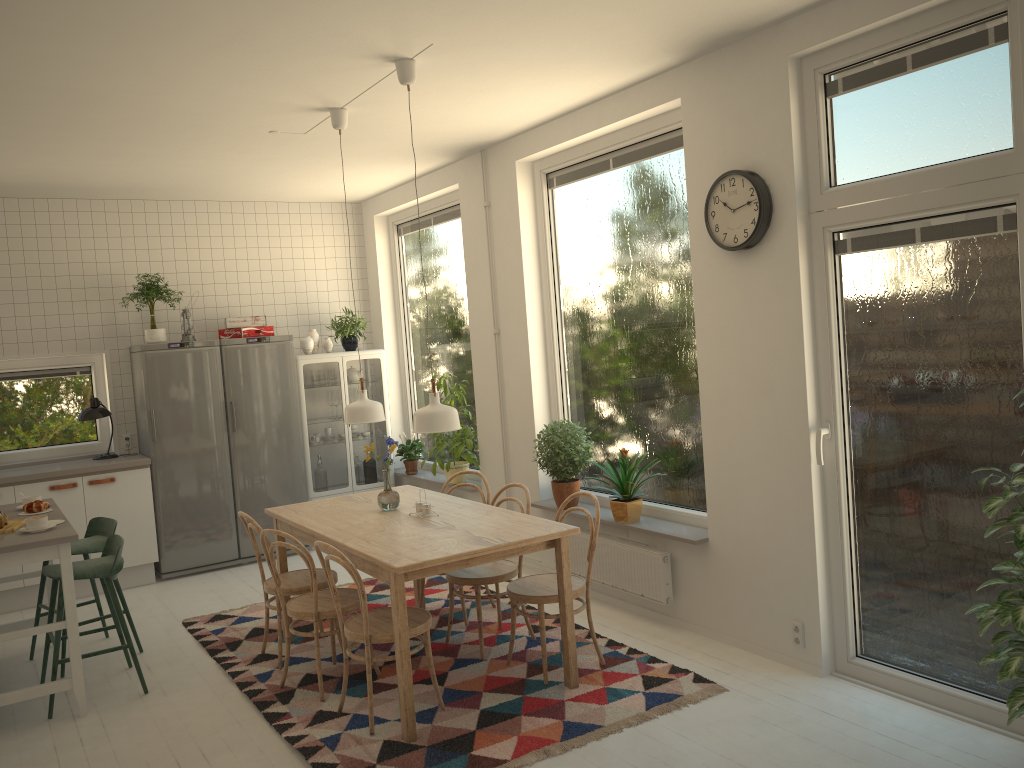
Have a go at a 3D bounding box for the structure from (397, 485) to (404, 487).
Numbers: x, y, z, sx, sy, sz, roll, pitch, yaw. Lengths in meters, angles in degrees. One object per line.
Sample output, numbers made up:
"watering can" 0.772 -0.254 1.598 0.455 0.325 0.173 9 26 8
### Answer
"structure" -0.650 1.005 7.148 0.113 0.276 1.016 -6 4 -32

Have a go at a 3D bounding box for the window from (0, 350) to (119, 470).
"window" -3.947 0.230 6.465 1.898 0.816 0.293 -6 3 -32

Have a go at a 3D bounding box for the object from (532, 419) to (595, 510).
"object" 0.319 0.496 5.518 0.383 0.560 0.395 -6 4 -33

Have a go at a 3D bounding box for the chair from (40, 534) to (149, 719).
"chair" -2.136 1.174 4.445 0.446 0.752 0.485 -6 3 -32

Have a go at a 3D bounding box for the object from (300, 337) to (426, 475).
"object" -1.209 0.183 7.296 0.943 1.207 0.261 -5 3 -16

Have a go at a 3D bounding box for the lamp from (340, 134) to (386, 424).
"lamp" -0.857 -0.589 4.776 0.229 1.595 0.230 -4 3 14

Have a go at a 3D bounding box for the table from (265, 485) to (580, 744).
"table" -0.520 1.045 4.500 0.894 0.749 1.797 -6 4 -32

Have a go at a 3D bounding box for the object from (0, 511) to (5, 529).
"object" -2.521 0.661 4.308 0.086 0.087 0.090 -6 3 -24

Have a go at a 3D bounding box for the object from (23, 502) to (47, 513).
"object" -2.591 0.667 4.793 0.131 0.060 0.070 -4 3 7

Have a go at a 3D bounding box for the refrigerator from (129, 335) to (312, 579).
"refrigerator" -2.288 0.542 7.015 1.146 1.777 0.559 -6 3 -32

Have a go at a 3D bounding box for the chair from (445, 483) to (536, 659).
"chair" -0.119 0.964 4.706 0.484 0.810 0.385 -6 4 -34

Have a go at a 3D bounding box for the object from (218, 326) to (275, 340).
"object" -2.127 -0.410 7.104 0.312 0.082 0.310 -2 4 38

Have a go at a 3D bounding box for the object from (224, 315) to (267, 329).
"object" -2.136 -0.492 7.102 0.312 0.082 0.308 -5 3 -19

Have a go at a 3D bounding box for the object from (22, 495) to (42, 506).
"object" -2.683 0.661 4.960 0.094 0.060 0.098 -6 4 -35

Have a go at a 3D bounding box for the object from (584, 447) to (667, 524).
"object" 0.638 0.570 4.997 0.417 0.425 0.487 -6 3 -25

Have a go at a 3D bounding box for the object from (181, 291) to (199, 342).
"object" -2.471 -0.516 6.795 0.163 0.383 0.154 -5 3 -9

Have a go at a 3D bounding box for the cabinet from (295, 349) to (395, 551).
"cabinet" -1.455 0.527 7.541 0.789 1.592 0.453 -6 3 -32

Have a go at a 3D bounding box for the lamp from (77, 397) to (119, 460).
"lamp" -3.104 0.331 6.626 0.239 0.465 0.262 -4 3 -3

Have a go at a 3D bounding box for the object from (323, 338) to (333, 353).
"object" -1.524 -0.320 7.340 0.082 0.126 0.082 -3 3 30

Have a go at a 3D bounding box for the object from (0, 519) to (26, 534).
"object" -2.549 0.711 4.370 0.237 0.019 0.306 -5 3 -15

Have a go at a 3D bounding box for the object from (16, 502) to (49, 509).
"object" -2.679 0.687 4.959 0.160 0.020 0.160 -7 4 -35

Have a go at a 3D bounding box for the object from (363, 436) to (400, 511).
"object" -0.661 0.474 4.695 0.206 0.388 0.145 -3 3 20

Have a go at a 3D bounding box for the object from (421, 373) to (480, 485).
"object" -0.456 0.346 6.676 0.615 0.841 0.485 -2 4 37

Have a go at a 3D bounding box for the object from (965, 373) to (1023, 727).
"object" 1.734 0.650 2.735 0.568 1.423 0.514 -4 3 11

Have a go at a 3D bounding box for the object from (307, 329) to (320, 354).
"object" -1.644 -0.351 7.340 0.102 0.206 0.102 -2 4 42

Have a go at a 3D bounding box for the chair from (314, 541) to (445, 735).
"chair" -0.590 1.046 3.896 0.484 0.810 0.385 -6 4 -34

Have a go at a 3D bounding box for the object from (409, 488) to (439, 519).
"object" -0.450 0.596 4.480 0.095 0.138 0.155 -6 4 -31

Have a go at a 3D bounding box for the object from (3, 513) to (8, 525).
"object" -2.544 0.672 4.389 0.083 0.057 0.072 -6 3 -25

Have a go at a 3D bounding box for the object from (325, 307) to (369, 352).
"object" -1.402 -0.469 7.554 0.371 0.385 0.373 -5 3 -13

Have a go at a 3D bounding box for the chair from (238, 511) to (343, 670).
"chair" -1.173 1.042 4.725 0.484 0.810 0.385 -6 3 -29

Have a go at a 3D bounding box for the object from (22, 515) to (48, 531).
"object" -2.282 0.669 4.258 0.094 0.064 0.098 -3 3 17

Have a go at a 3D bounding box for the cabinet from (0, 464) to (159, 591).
"cabinet" -2.891 0.376 4.109 2.854 2.159 4.845 -6 4 -32

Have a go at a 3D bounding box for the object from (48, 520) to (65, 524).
"object" -2.325 0.698 4.426 0.167 0.005 0.167 -7 4 -36

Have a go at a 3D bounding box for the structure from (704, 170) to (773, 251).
"structure" 1.042 -0.804 4.118 0.074 0.371 0.371 -6 4 -32

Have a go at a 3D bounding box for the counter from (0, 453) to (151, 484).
"counter" -2.860 0.772 4.130 2.857 0.163 4.845 -6 4 -32

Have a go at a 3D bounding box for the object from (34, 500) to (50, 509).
"object" -2.571 0.663 4.844 0.074 0.059 0.060 -3 3 28

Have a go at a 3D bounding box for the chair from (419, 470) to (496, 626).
"chair" -0.336 0.951 5.229 0.385 0.810 0.484 -3 3 31

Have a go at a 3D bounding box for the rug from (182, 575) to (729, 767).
"rug" -0.558 1.406 4.739 1.749 0.035 3.025 -6 4 -32

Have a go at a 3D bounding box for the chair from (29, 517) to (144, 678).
"chair" -2.431 1.165 4.989 0.485 0.752 0.446 -1 4 43

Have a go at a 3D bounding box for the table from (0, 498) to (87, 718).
"table" -2.686 1.156 4.523 0.794 0.864 1.424 -6 4 -32

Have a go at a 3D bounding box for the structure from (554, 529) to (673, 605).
"structure" 0.580 1.029 5.161 0.113 0.278 1.029 -6 4 -32

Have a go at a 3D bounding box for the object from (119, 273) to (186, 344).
"object" -2.685 -0.574 6.656 0.474 0.545 0.468 -5 3 -18

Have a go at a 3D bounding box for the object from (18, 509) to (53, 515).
"object" -2.582 0.695 4.809 0.167 0.005 0.167 -7 4 -36

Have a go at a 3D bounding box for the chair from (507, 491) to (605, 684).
"chair" 0.208 0.962 4.319 0.484 0.810 0.385 -6 3 -29

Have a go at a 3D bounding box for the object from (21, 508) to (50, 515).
"object" -2.585 0.693 4.812 0.122 0.005 0.120 -5 3 -13

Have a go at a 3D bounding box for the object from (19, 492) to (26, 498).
"object" -2.706 0.646 4.960 0.102 0.086 0.028 -4 3 9

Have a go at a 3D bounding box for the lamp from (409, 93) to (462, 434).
"lamp" -0.405 -0.580 4.046 0.229 1.595 0.230 -4 3 3

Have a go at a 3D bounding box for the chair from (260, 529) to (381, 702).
"chair" -0.933 1.050 4.274 0.385 0.810 0.484 -2 4 41

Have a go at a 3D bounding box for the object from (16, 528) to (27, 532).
"object" -2.336 0.694 4.241 0.027 0.011 0.132 -4 3 8

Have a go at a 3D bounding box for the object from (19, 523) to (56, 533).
"object" -2.279 0.697 4.262 0.160 0.020 0.160 -3 4 24
